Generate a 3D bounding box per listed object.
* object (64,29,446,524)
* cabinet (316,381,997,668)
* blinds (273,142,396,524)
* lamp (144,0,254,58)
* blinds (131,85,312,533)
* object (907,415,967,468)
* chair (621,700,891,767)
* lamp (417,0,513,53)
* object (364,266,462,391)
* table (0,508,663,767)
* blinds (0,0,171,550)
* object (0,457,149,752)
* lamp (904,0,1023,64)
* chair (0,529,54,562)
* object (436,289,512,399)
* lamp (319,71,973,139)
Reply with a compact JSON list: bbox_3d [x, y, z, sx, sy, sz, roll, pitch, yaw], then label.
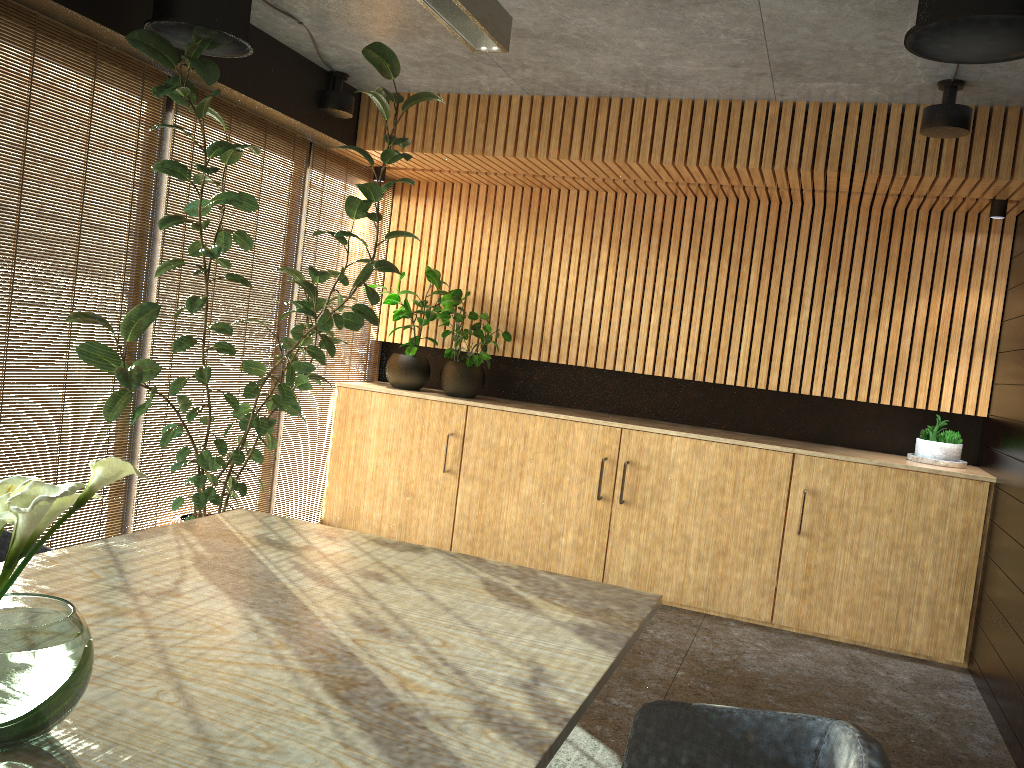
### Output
[{"bbox_3d":[-1.657,-0.311,5.274,1.875,3.266,1.958,5,3,-32],"label":"object"},{"bbox_3d":[0.865,0.918,6.944,4.954,1.272,1.006,8,3,19],"label":"cabinet"},{"bbox_3d":[-1.418,-0.302,7.314,0.039,3.038,1.422,8,3,19],"label":"blinds"},{"bbox_3d":[-1.519,-1.909,4.374,0.513,0.497,0.513,6,3,-10],"label":"lamp"},{"bbox_3d":[-1.904,-0.293,5.929,0.039,3.038,1.422,8,3,19],"label":"blinds"},{"bbox_3d":[3.020,0.393,6.261,0.384,0.347,0.384,9,4,42],"label":"object"},{"bbox_3d":[0.453,1.265,2.114,0.761,0.944,0.706,8,3,19],"label":"chair"},{"bbox_3d":[-0.710,-1.590,1.563,0.151,0.618,4.009,8,3,19],"label":"lamp"},{"bbox_3d":[-0.875,-0.486,7.453,0.640,1.054,0.666,5,3,-29],"label":"object"},{"bbox_3d":[-1.009,1.119,1.672,1.816,0.927,3.932,8,3,19],"label":"table"},{"bbox_3d":[-2.398,-0.284,4.519,0.039,3.038,1.422,8,3,19],"label":"blinds"},{"bbox_3d":[-0.919,0.389,1.658,0.295,0.546,0.322,8,3,29],"label":"object"},{"bbox_3d":[1.737,-1.466,3.236,0.513,0.497,0.513,4,4,-42],"label":"lamp"},{"bbox_3d":[-1.983,0.933,2.965,0.761,0.944,0.706,8,3,19],"label":"chair"},{"bbox_3d":[-0.410,-0.334,7.275,0.679,0.880,0.512,8,3,23],"label":"object"},{"bbox_3d":[0.602,-1.802,5.599,4.179,0.294,0.257,8,3,19],"label":"lamp"}]
